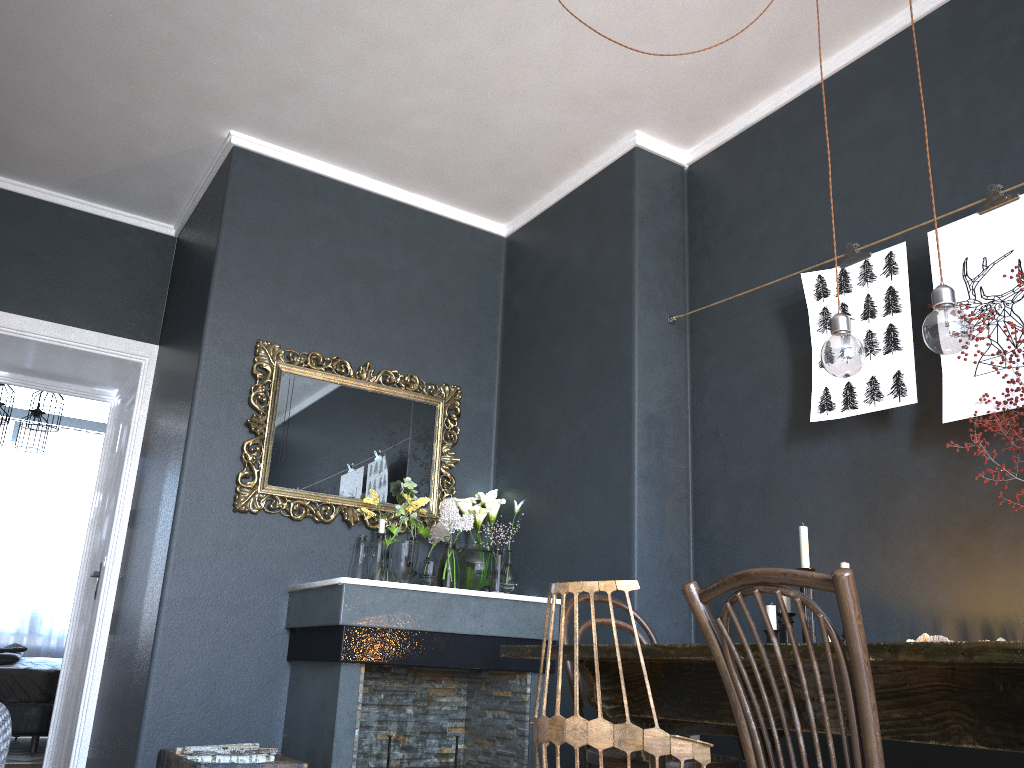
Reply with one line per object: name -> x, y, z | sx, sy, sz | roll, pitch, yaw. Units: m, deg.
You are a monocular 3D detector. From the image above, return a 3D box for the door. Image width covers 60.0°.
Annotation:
door -> -2.210, 1.049, 4.910 | 0.162, 2.177, 0.859 | 13, -20, -30

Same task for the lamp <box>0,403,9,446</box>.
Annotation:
lamp -> -4.062, 0.080, 7.011 | 0.210, 0.800, 0.211 | 8, -18, -17

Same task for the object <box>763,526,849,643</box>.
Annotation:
object -> 0.889, 0.630, 2.697 | 0.223, 0.417, 0.369 | 13, -20, -29

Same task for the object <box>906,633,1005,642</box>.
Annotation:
object -> 1.149, 0.685, 2.281 | 0.253, 0.072, 0.255 | 11, -20, -24

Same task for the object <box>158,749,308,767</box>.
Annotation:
object -> -1.026, 1.504, 3.170 | 0.384, 0.324, 0.554 | 13, -21, -30

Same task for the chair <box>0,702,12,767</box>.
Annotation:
chair -> -1.073, 0.579, 1.146 | 0.495, 0.807, 0.647 | -10, -22, 34

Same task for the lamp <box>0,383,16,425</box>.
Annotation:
lamp -> -3.853, -0.063, 6.709 | 0.210, 0.711, 0.211 | 8, -18, -17

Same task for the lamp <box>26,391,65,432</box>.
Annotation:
lamp -> -3.432, -0.037, 6.623 | 0.210, 0.766, 0.211 | 8, -18, -17

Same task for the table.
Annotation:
table -> 0.855, 0.965, 1.903 | 1.128, 0.724, 1.609 | 13, -21, -30

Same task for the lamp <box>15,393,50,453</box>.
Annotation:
lamp -> -3.965, 0.192, 7.425 | 0.210, 0.743, 0.211 | 8, -18, -17

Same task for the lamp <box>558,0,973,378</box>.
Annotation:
lamp -> 0.342, -0.867, 2.312 | 1.590, 1.567, 0.585 | 3, -18, -1

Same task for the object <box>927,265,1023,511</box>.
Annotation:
object -> 1.391, 0.218, 2.198 | 0.557, 0.926, 0.641 | -7, -20, 27

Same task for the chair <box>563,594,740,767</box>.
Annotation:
chair -> 0.407, 1.077, 2.615 | 0.438, 0.916, 0.551 | 12, -20, -28

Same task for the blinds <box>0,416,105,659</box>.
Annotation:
blinds -> -4.764, 1.683, 8.154 | 3.999, 2.776, 0.313 | 14, -21, -30

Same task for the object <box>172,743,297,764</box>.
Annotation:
object -> -1.020, 1.433, 3.196 | 0.370, 0.245, 0.534 | 13, -21, -30

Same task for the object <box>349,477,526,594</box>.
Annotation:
object -> -0.310, 0.673, 3.984 | 0.728, 0.544, 0.476 | 12, -20, -27

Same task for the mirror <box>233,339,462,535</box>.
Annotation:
mirror -> -0.709, 0.271, 4.089 | 1.058, 0.780, 0.067 | 14, -21, -30

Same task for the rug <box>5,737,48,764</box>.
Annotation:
rug -> -3.461, 2.631, 6.394 | 1.460, 0.013, 2.051 | 14, -21, -30

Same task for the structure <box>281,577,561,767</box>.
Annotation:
structure -> -0.353, 1.335, 3.568 | 1.067, 0.976, 0.836 | 13, -21, -30

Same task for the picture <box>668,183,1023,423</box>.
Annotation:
picture -> 1.866, -0.474, 1.925 | 0.058, 0.767, 4.470 | 13, -21, -30

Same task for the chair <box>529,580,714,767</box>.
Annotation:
chair -> 0.238, 0.874, 1.907 | 0.457, 0.852, 0.385 | -13, -24, 41

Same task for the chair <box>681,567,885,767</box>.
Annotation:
chair -> 0.543, 0.716, 1.345 | 0.467, 0.816, 0.364 | 13, -21, -30

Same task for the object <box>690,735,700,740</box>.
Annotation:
object -> 0.628, 1.251, 3.044 | 0.074, 0.172, 0.075 | -1, -18, 13

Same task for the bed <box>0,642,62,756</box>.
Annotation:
bed -> -3.020, 2.194, 6.853 | 2.379, 1.156, 2.272 | 14, -21, -30
